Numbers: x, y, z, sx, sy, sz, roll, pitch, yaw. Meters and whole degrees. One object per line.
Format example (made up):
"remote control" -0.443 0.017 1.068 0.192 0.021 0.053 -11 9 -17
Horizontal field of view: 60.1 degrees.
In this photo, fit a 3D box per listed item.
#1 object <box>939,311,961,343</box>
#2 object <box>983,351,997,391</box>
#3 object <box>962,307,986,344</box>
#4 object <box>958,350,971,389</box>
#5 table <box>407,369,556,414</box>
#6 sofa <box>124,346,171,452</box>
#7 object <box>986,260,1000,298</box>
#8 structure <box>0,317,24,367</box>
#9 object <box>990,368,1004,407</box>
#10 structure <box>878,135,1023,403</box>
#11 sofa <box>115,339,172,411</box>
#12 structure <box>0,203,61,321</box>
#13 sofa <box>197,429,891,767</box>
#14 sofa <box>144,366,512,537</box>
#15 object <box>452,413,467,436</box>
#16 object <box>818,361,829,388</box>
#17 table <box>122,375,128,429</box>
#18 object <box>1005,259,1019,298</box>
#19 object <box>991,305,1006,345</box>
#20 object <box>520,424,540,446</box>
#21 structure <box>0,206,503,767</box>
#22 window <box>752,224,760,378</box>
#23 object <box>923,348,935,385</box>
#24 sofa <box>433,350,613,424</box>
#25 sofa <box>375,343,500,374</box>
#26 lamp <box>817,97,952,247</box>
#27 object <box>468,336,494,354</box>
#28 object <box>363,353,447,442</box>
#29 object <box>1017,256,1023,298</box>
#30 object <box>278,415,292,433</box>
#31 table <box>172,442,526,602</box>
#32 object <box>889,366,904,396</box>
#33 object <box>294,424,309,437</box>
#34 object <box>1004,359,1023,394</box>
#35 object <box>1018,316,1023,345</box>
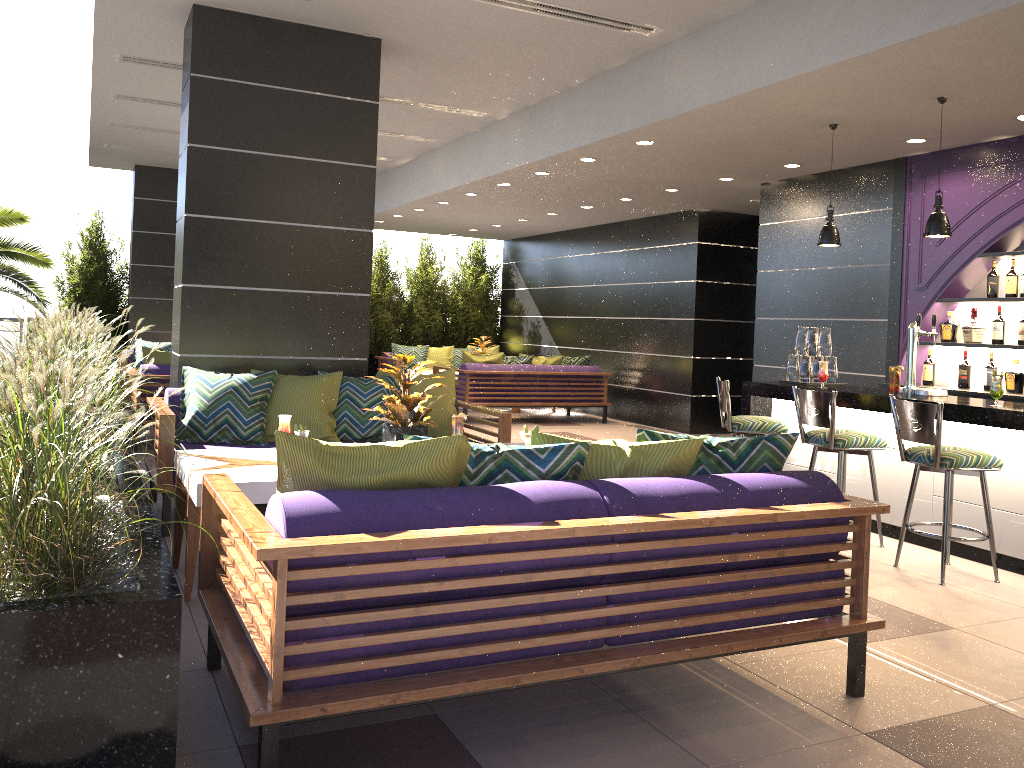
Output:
"object" 3.449 -0.448 6.974 0.094 0.248 0.152 2 1 -37
"object" 3.599 -0.106 6.666 0.103 0.315 0.087 2 0 -21
"object" 3.547 -0.448 6.799 0.123 0.279 0.123 2 1 -12
"object" 3.505 -0.115 6.851 0.086 0.299 0.086 3 0 23
"table" -0.416 0.106 12.877 2.035 0.553 0.943 1 3 -26
"sofa" -2.602 0.105 8.645 2.124 0.919 1.121 1 3 -26
"object" 3.646 -0.790 6.704 0.086 0.297 0.086 3 0 23
"structure" -8.809 0.188 2.224 12.907 1.058 17.538 1 4 -26
"object" 2.700 0.019 4.927 0.068 0.211 0.069 2 1 -43
"structure" 4.178 -0.319 5.304 0.530 2.758 4.639 2 3 -26
"sofa" -3.722 -0.090 10.956 2.124 0.919 1.121 1 3 -26
"structure" -7.453 -1.407 10.515 3.754 3.302 3.803 3 2 17
"sofa" 0.094 0.577 3.083 2.124 0.919 1.121 1 3 -26
"sofa" -1.192 0.352 5.736 2.124 0.919 1.121 1 3 -26
"object" -0.291 0.256 4.859 0.084 0.189 0.067 2 1 -1
"object" 2.138 -0.064 6.084 0.069 0.181 0.068 3 1 36
"table" -3.186 0.188 9.821 2.035 0.553 0.943 1 3 -26
"object" 3.714 -0.778 6.570 0.086 0.299 0.086 3 0 23
"object" 3.623 -0.440 6.587 0.086 0.298 0.086 3 0 23
"object" 0.088 0.297 4.415 0.106 0.197 0.106 2 1 2
"structure" 1.597 -0.526 4.001 7.811 3.120 24.778 1 4 -26
"window" 3.453 -0.675 10.349 0.108 2.760 1.830 2 1 -26
"object" 3.366 -0.138 7.140 0.086 0.299 0.086 3 0 23
"sofa" 0.126 0.020 11.735 2.124 0.919 1.121 1 3 -26
"sofa" -0.993 -0.175 14.045 2.124 0.919 1.121 1 3 -26
"lamp" 2.468 -1.379 5.898 0.192 0.863 1.083 2 2 -26
"object" -0.433 -0.432 12.845 0.430 0.526 0.425 2 2 -9
"object" -0.525 0.110 4.378 0.430 0.526 0.425 2 2 -14
"object" 3.747 -0.776 6.440 0.103 0.315 0.087 2 0 -21
"object" -1.152 0.249 4.480 0.068 0.181 0.069 2 1 -43
"table" -0.553 0.648 4.387 2.035 0.553 0.943 1 3 -26
"object" 2.399 -0.022 5.537 0.067 0.189 0.084 2 1 -1
"object" -0.928 0.281 3.894 0.068 0.211 0.069 2 1 -43
"object" 3.683 -0.056 6.477 0.094 0.248 0.151 2 1 -16
"object" 3.726 -0.425 6.425 0.086 0.298 0.086 3 0 23
